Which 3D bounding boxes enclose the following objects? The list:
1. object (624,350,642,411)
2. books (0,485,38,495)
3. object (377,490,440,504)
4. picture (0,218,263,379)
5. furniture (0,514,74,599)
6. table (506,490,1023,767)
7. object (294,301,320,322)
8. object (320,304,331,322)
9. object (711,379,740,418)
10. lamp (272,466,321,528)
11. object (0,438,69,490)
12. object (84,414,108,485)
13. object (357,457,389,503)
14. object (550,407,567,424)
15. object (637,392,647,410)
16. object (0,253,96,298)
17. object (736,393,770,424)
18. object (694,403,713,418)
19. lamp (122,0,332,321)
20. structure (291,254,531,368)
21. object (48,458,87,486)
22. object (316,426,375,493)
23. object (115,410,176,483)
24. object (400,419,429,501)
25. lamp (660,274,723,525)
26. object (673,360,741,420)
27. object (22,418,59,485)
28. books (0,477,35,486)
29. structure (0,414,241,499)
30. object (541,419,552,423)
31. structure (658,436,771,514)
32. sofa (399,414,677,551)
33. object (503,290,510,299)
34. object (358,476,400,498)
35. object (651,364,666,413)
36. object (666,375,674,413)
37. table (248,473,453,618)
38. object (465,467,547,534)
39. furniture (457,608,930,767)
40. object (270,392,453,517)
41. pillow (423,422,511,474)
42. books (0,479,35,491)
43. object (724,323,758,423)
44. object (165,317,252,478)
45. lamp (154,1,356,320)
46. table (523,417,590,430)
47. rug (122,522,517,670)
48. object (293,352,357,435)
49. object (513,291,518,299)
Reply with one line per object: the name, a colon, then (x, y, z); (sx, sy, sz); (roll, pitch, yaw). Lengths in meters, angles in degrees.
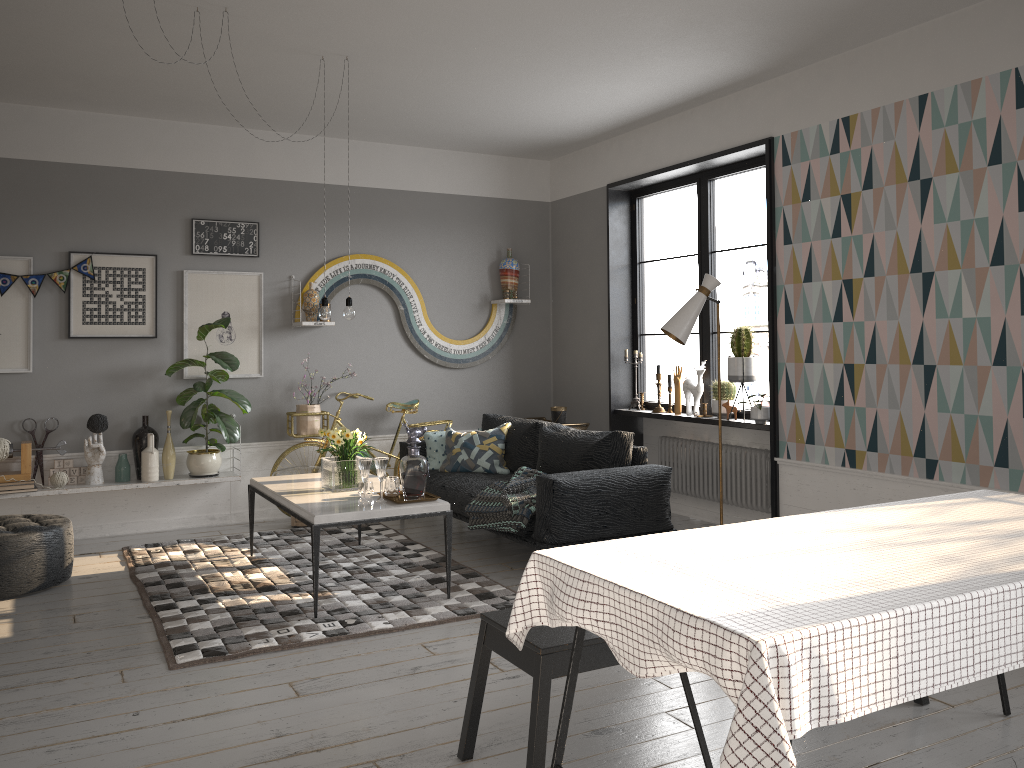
object: (0.970, -0.036, 7.066); (0.145, 0.491, 0.162); (-1, -1, 8)
books: (-3.334, 0.692, 5.805); (0.368, 0.021, 0.296); (-2, 3, -34)
object: (-0.551, 0.597, 4.696); (0.247, 0.015, 0.318); (-2, 3, -28)
picture: (-4.169, -0.419, 3.299); (7.294, 1.797, 4.039); (-2, 2, -28)
furniture: (-2.850, 0.948, 4.926); (0.736, 0.357, 0.735); (-2, 2, -41)
table: (1.066, 0.805, 2.343); (2.026, 0.785, 0.931); (-2, 1, -29)
object: (-1.566, -0.555, 6.756); (0.197, 0.166, 0.060); (0, -1, 5)
object: (-1.443, -0.549, 6.838); (0.086, 0.140, 0.086); (0, -1, -36)
object: (1.492, 0.097, 6.214); (0.234, 0.283, 0.213); (0, 0, 36)
lamp: (-1.542, 0.827, 6.506); (0.432, 0.438, 0.432); (0, 0, 2)
object: (-3.243, 0.484, 5.861); (0.546, 0.440, 0.238); (-1, 0, -28)
object: (-2.861, 0.447, 6.086); (0.155, 0.484, 0.136); (0, -1, -29)
object: (-0.721, 0.499, 4.594); (0.167, 0.227, 0.082); (0, -1, -17)
object: (0.385, 0.272, 7.325); (0.141, 0.160, 0.138); (0, 0, 10)
object: (1.042, 0.131, 7.101); (0.084, 0.151, 0.084); (0, -1, -25)
object: (-3.304, -0.752, 6.036); (0.914, 0.340, 0.057); (-2, -1, -29)
object: (1.600, 0.155, 5.740); (0.246, 0.204, 0.170); (-1, 0, -26)
object: (1.374, 0.187, 6.313); (0.123, 0.099, 0.123); (-1, 1, -6)
lamp: (-1.421, -1.107, 4.544); (0.074, 1.538, 1.395); (-1, 0, 31)
structure: (-0.774, -0.596, 7.272); (2.022, 0.957, 0.266); (-1, -1, -28)
object: (-3.042, 0.602, 6.090); (0.265, 0.174, 0.078); (-1, -1, -23)
object: (-0.950, 0.419, 5.038); (0.325, 0.351, 0.351); (-1, 0, -26)
object: (-2.577, 0.435, 6.223); (0.331, 0.489, 0.285); (-1, -1, 22)
object: (-0.513, 0.398, 4.651); (0.156, 0.417, 0.148); (0, -1, -9)
lamp: (1.391, 0.238, 4.860); (1.246, 1.705, 0.679); (0, -1, -30)
object: (1.375, 0.036, 6.332); (0.134, 0.410, 0.662); (0, 1, -27)
object: (-3.218, 0.463, 6.041); (0.221, 0.464, 0.019); (0, -2, -28)
books: (-3.351, 0.646, 5.804); (0.379, 0.017, 0.229); (-2, 3, -31)
structure: (-3.240, 0.511, 5.895); (2.776, 0.487, 0.308); (-2, 0, -28)
object: (0.251, 0.330, 7.653); (0.247, 0.015, 0.318); (-2, 3, -28)
structure: (1.469, 0.640, 6.448); (0.149, 0.428, 1.223); (0, 1, -30)
sofa: (0.028, 0.665, 6.031); (0.970, 0.798, 2.340); (-1, 2, -29)
object: (-0.047, -0.764, 7.598); (0.060, 0.079, 0.060); (0, 0, -40)
object: (-0.661, 0.564, 4.772); (0.246, 0.087, 0.279); (1, 3, 39)
object: (1.126, 0.032, 6.779); (0.123, 0.376, 0.123); (0, -1, -24)
object: (1.204, 0.070, 6.740); (0.075, 0.301, 0.075); (-1, -1, 2)
table: (-0.970, 0.852, 5.020); (0.732, 0.511, 1.456); (-1, 2, -28)
object: (0.058, 0.717, 5.359); (0.490, 0.329, 0.666); (-1, 2, -33)
furniture: (0.667, 0.946, 3.018); (1.670, 0.456, 0.465); (-2, 1, -28)
object: (-1.086, 0.540, 6.994); (1.626, 0.971, 0.426); (-2, 0, -37)
pillow: (-0.316, 0.467, 6.557); (0.798, 0.362, 0.443); (1, 2, 44)
books: (-3.343, 0.668, 5.796); (0.384, 0.029, 0.260); (-2, 3, -28)
object: (1.539, -0.084, 5.911); (0.235, 0.671, 0.228); (-1, -1, 32)
object: (-2.192, 0.093, 6.402); (0.567, 1.152, 0.415); (-1, -1, 11)
lamp: (-1.283, -1.109, 4.550); (0.074, 1.538, 1.395); (-1, 0, 31)
table: (0.326, 0.650, 7.510); (0.339, 0.680, 0.742); (0, 0, -28)
rug: (-1.214, 1.090, 5.138); (1.770, 0.034, 2.526); (-2, 3, -28)
object: (-1.433, 0.073, 6.795); (0.488, 0.642, 0.253); (0, -1, -11)
object: (0.028, -0.765, 7.600); (0.050, 0.058, 0.050); (-1, 0, -39)
